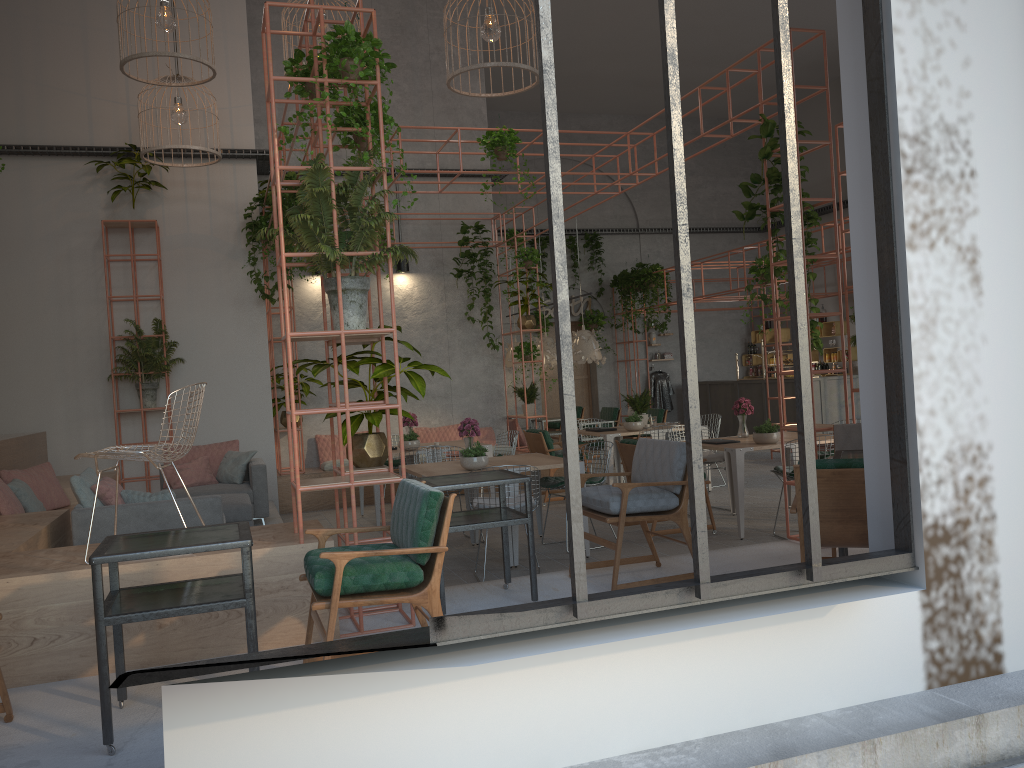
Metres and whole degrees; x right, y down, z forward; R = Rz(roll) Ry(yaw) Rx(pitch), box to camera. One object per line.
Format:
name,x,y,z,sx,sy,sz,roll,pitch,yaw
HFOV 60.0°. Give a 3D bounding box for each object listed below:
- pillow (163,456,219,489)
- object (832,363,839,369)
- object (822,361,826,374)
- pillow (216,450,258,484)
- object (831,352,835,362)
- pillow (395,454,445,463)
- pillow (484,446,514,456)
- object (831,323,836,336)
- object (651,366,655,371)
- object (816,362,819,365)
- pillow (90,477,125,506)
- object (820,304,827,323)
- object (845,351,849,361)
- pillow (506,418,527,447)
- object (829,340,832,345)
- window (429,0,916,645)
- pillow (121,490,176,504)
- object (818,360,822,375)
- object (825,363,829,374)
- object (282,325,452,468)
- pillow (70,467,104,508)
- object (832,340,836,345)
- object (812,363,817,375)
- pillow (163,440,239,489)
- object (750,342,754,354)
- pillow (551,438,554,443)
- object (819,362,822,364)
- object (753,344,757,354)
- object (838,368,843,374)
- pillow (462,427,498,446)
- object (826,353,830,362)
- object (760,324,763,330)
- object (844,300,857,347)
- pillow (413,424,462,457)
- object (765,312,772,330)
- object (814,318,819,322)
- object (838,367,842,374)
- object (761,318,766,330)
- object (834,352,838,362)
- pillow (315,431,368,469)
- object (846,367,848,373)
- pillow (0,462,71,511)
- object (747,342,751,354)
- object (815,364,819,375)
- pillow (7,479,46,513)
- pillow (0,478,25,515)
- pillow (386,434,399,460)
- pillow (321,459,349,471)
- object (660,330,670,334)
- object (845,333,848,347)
pillow,-3.521,0.969,9.705,0.479,0.317,0.441,-4,1,-37
object,6.463,-0.358,17.715,0.115,0.107,0.115,-3,1,38
object,6.364,-0.338,18.096,0.065,0.280,0.065,-3,1,25
pillow,-3.077,0.921,9.793,0.495,0.349,0.308,-3,1,32
object,6.390,-0.533,17.635,0.069,0.191,0.069,-4,0,17
pillow,-1.299,1.045,12.555,0.637,0.149,0.491,-4,0,-17
pillow,-0.334,0.981,12.872,0.637,0.149,0.491,-4,0,-17
object,6.447,-1.096,17.707,0.137,0.261,0.137,-3,0,18
object,3.163,-0.360,19.974,0.093,0.121,0.049,-4,0,-16
object,6.293,-0.318,18.258,0.072,0.248,0.094,-4,0,-18
pillow,-3.091,0.928,6.951,0.289,0.385,0.666,-4,0,-18
object,6.345,-1.437,18.083,0.134,0.386,0.134,-4,1,-29
object,6.555,-0.548,17.269,0.131,0.207,0.131,-3,1,27
pillow,-0.033,0.767,14.039,0.276,0.474,0.839,-4,1,-28
object,6.375,-0.799,17.730,0.083,0.159,0.083,-3,1,27
window,-0.591,-1.940,2.647,4.126,5.544,0.089,-4,0,-18
pillow,-2.730,0.956,6.821,0.499,0.324,0.307,-4,0,17
object,6.280,-0.337,18.063,0.066,0.291,0.066,-4,1,-34
object,6.440,-0.346,18.125,0.074,0.287,0.072,-4,0,14
object,-0.888,0.069,5.671,0.934,0.923,0.903,-3,1,38
pillow,-3.240,0.906,6.917,0.276,0.474,0.839,-4,0,-18
object,6.403,-0.800,17.643,0.083,0.159,0.083,-3,1,27
object,6.224,-0.313,18.237,0.072,0.248,0.094,-4,0,-18
pillow,-3.496,0.900,9.996,0.836,0.476,0.273,-4,0,-18
object,5.538,-0.833,20.470,0.066,0.291,0.066,-4,0,-12
pillow,0.346,0.927,14.275,0.491,0.149,0.637,-4,0,-17
object,6.359,-0.322,18.286,0.072,0.248,0.094,-4,0,-18
object,5.616,-0.839,20.493,0.066,0.291,0.066,-3,0,22
object,6.545,-0.258,17.675,0.115,0.107,0.115,-4,0,-12
pillow,-0.532,0.852,13.231,0.666,0.385,0.289,-4,0,-23
object,6.339,-0.531,17.790,0.069,0.191,0.069,-4,0,-6
object,5.611,-1.273,19.893,0.088,0.123,0.088,-3,1,38
object,3.323,-0.536,7.589,0.894,1.100,0.900,-4,0,11
pillow,-1.139,0.844,13.010,0.839,0.474,0.276,-4,0,2
object,5.747,-1.413,19.907,0.134,0.386,0.134,-4,0,16
object,6.209,-1.296,18.069,0.088,0.123,0.088,-3,1,38
object,6.507,-0.267,17.579,0.073,0.131,0.073,-4,1,-25
object,5.724,-1.371,20.101,0.134,0.301,0.134,-4,1,-29
object,6.419,-0.534,17.548,0.069,0.191,0.069,-4,0,-1
pillow,-2.367,0.925,12.652,0.839,0.474,0.276,-4,1,-28
object,6.641,-0.276,17.629,0.073,0.131,0.073,-4,1,-25
pillow,-4.695,1.035,8.755,0.276,0.474,0.839,-4,0,2
object,5.465,-0.829,20.445,0.066,0.291,0.066,-3,1,42
object,6.251,-0.314,18.140,0.082,0.246,0.082,-4,0,14
pillow,-4.482,1.073,8.184,0.289,0.385,0.666,-4,0,-23
pillow,-4.296,1.020,7.538,0.276,0.474,0.839,-4,1,-28
pillow,-1.748,0.933,12.832,0.666,0.385,0.289,-4,0,-23
pillow,-2.293,1.111,12.228,0.637,0.149,0.491,-4,0,-17
object,3.458,-1.184,20.034,0.263,0.101,0.013,-4,0,-18
object,6.599,-0.868,17.432,0.075,0.273,0.075,-4,1,-29
